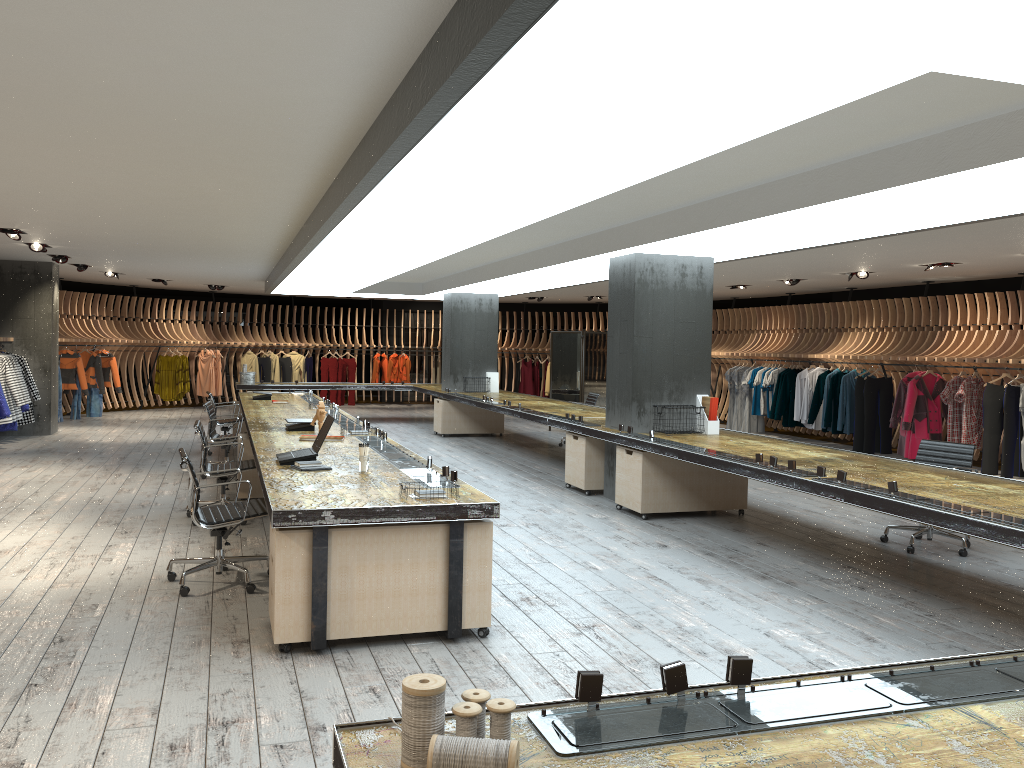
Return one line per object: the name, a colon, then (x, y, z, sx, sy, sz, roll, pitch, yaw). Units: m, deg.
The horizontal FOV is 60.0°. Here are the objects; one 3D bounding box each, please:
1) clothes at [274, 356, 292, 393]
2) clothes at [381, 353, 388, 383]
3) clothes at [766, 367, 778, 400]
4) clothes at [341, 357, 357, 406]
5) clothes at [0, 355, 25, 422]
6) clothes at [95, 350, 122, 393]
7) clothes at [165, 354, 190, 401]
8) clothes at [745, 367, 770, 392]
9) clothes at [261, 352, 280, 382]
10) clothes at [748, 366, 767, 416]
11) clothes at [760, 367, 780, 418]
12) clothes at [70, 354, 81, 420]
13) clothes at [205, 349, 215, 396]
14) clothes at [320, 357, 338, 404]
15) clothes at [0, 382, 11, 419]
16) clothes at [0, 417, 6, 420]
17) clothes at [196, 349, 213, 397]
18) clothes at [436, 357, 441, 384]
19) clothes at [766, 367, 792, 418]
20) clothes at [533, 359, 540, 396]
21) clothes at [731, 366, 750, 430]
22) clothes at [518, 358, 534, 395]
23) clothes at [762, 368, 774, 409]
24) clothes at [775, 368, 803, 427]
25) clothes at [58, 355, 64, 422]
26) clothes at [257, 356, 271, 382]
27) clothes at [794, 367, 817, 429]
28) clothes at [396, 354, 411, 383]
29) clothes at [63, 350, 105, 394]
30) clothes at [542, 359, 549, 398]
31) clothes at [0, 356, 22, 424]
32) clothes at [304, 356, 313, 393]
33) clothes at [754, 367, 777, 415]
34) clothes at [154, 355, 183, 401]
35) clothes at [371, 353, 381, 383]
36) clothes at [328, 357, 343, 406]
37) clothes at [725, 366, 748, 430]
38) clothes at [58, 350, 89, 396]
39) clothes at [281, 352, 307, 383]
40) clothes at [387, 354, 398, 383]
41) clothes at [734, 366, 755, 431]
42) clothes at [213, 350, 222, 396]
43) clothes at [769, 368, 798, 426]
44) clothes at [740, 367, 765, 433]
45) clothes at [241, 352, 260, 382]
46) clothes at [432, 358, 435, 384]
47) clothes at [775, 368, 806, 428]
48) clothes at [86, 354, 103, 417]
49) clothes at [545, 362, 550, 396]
clothes: (-5.680, -0.018, 21.850, 0.539, 1.352, 0.087, 1, 1, 6)
clothes: (-3.288, -0.355, 22.932, 0.201, 0.880, 0.840, 1, 2, -13)
clothes: (5.009, 0.165, 16.596, 0.742, 0.950, 0.168, 0, 2, -34)
clothes: (-4.216, -0.014, 22.627, 0.552, 1.337, 0.093, 2, 2, 22)
clothes: (-7.543, 0.079, 12.990, 0.752, 1.061, 0.128, 1, 2, -20)
clothes: (-8.320, -0.260, 18.002, 0.839, 0.881, 0.201, 2, 1, 12)
clothes: (-7.533, -0.141, 19.851, 0.665, 1.044, 0.168, 2, 1, 13)
clothes: (4.864, 0.129, 17.085, 0.743, 0.930, 0.158, 1, 1, 6)
clothes: (-5.926, -0.343, 21.676, 0.705, 0.889, 0.250, 2, 2, 23)
clothes: (4.840, 0.147, 16.976, 0.738, 0.970, 0.167, 1, 1, -9)
clothes: (4.984, 0.156, 16.818, 0.743, 0.960, 0.167, 0, 2, -24)
clothes: (-8.445, 0.125, 17.157, 0.200, 1.421, 0.309, 1, 2, -26)
clothes: (-7.027, -0.224, 20.594, 0.447, 1.155, 0.125, 3, 2, 42)
clothes: (-4.639, -0.016, 22.458, 0.552, 1.337, 0.093, 2, 2, 27)
clothes: (-7.336, 0.188, 12.098, 0.883, 1.245, 0.249, 1, 2, -21)
clothes: (-7.467, 0.181, 12.243, 0.885, 1.238, 0.246, 1, 2, -21)
clothes: (-7.099, -0.222, 20.501, 0.447, 1.155, 0.125, 2, 1, 17)
clothes: (-1.909, -0.204, 23.060, 0.096, 0.988, 0.465, 1, 2, -1)
clothes: (5.052, 0.158, 16.414, 0.734, 0.937, 0.164, 1, 1, -14)
clothes: (0.606, -0.079, 22.565, 0.127, 1.128, 0.444, 1, 2, -26)
clothes: (4.659, 0.364, 17.687, 0.677, 1.434, 0.204, 0, 2, -29)
clothes: (0.381, -0.088, 22.670, 0.444, 1.128, 0.127, 1, 2, -21)
clothes: (5.027, 0.145, 16.683, 0.742, 0.938, 0.162, 0, 2, -24)
clothes: (5.173, 0.246, 16.160, 0.913, 1.081, 0.238, 1, 2, -18)
clothes: (-8.487, 0.148, 16.564, 0.200, 1.421, 0.309, 0, 2, -41)
clothes: (-6.091, -0.014, 21.537, 0.539, 1.352, 0.087, 2, 1, 16)
clothes: (5.347, 0.248, 15.687, 0.733, 1.106, 0.165, 1, 1, -13)
clothes: (-2.827, -0.346, 22.955, 0.201, 0.881, 0.840, 0, 2, -38)
clothes: (-8.384, -0.235, 17.429, 0.839, 0.881, 0.201, 1, 1, 2)
clothes: (0.917, -0.066, 22.424, 0.127, 1.128, 0.444, 2, 2, 34)
clothes: (-7.470, 0.090, 12.765, 0.752, 1.061, 0.128, 1, 2, -20)
clothes: (-5.113, -0.025, 22.221, 0.087, 1.352, 0.539, 1, 2, 6)
clothes: (4.938, 0.140, 16.856, 0.743, 0.930, 0.158, 1, 1, -14)
clothes: (-7.618, -0.136, 19.689, 0.665, 1.044, 0.168, 2, 1, 13)
clothes: (-3.499, -0.355, 22.828, 0.201, 0.880, 0.840, 1, 2, -3)
clothes: (-4.486, -0.016, 22.523, 0.552, 1.337, 0.093, 3, 2, 42)
clothes: (4.614, 0.358, 17.820, 0.677, 1.434, 0.204, 1, 1, -4)
clothes: (-8.498, -0.218, 16.876, 0.839, 0.881, 0.201, 1, 1, -3)
clothes: (-5.427, -0.348, 22.008, 0.705, 0.889, 0.250, 1, 1, 3)
clothes: (-3.072, -0.350, 22.929, 0.201, 0.880, 0.840, 2, 2, 12)
clothes: (4.701, 0.370, 17.553, 0.677, 1.434, 0.204, 1, 1, -4)
clothes: (-6.919, -0.227, 20.718, 0.447, 1.155, 0.125, 2, 2, 37)
clothes: (5.128, 0.240, 16.275, 0.913, 1.081, 0.238, 1, 2, -18)
clothes: (4.742, 0.377, 17.424, 0.677, 1.434, 0.204, 0, 2, -34)
clothes: (-6.324, -0.337, 21.327, 0.705, 0.889, 0.250, 2, 2, 33)
clothes: (-2.029, -0.207, 23.049, 0.096, 0.988, 0.465, 1, 2, -6)
clothes: (5.193, 0.250, 16.076, 0.913, 1.081, 0.238, 1, 1, -13)
clothes: (-8.368, 0.102, 17.747, 0.200, 1.421, 0.309, 3, 2, 44)
clothes: (1.196, -0.096, 22.285, 0.777, 1.052, 0.152, 1, 2, -18)
